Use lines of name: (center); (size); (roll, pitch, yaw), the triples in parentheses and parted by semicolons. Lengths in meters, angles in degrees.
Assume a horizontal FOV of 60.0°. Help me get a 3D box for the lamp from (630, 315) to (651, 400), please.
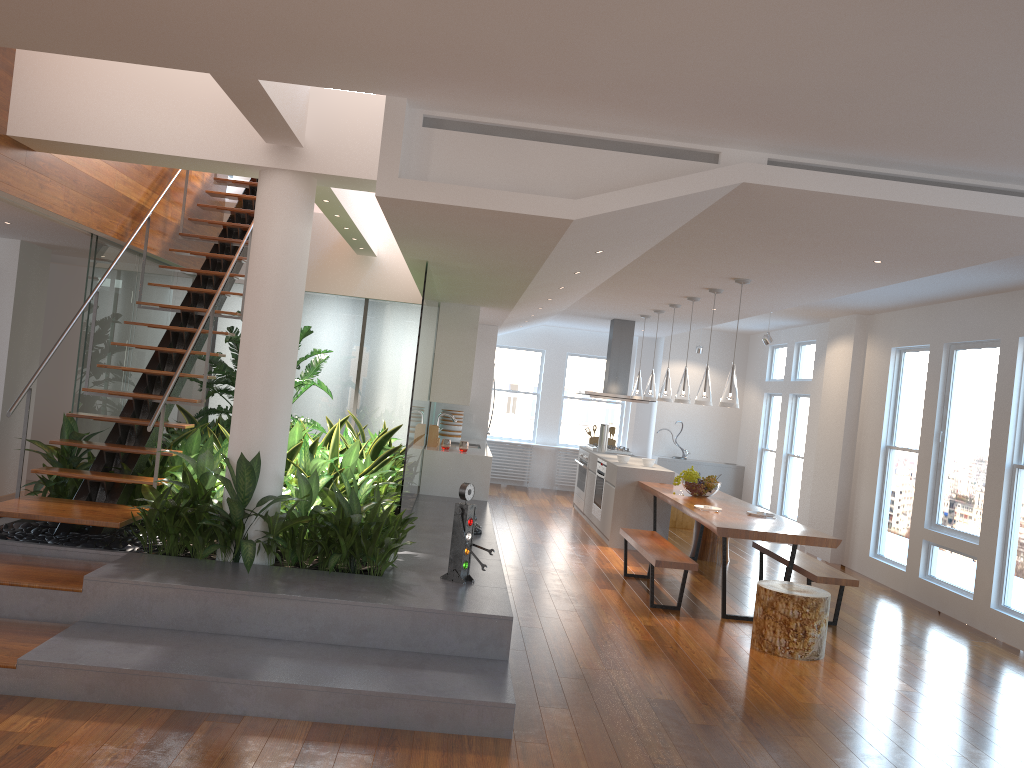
lamp: (1.524, -0.349, 10.440); (0.160, 1.060, 0.160); (6, 0, 24)

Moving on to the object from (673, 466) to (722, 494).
object: (1.705, 0.894, 8.130); (0.394, 0.284, 0.292); (7, 0, -39)

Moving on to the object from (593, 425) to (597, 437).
object: (1.099, 0.694, 11.875); (0.055, 0.299, 0.027); (6, 0, -3)

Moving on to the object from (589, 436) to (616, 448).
object: (1.208, 0.786, 11.871); (0.353, 0.157, 0.084); (6, 0, -3)

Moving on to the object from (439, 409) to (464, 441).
object: (-0.723, 0.492, 10.536); (0.267, 0.356, 0.266); (6, 0, 22)

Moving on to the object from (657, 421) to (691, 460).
object: (2.430, 0.824, 13.185); (0.590, 0.563, 0.210); (6, 0, -32)

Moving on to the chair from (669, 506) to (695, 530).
chair: (2.111, 1.581, 11.247); (0.344, 0.430, 0.549); (6, 0, 1)

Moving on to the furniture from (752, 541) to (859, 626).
furniture: (2.310, 1.605, 7.161); (0.316, 0.389, 1.433); (6, 0, -3)

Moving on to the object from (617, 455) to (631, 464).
object: (1.198, 0.811, 9.546); (0.152, 0.082, 0.152); (6, 0, 36)

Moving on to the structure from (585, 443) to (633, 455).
structure: (1.242, 0.832, 11.427); (0.520, 0.073, 0.650); (6, 0, -3)

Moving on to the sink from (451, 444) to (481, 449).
sink: (-0.586, 0.798, 9.960); (0.449, 0.192, 0.666); (6, 0, -3)

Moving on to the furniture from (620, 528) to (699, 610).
furniture: (1.127, 1.475, 7.094); (0.316, 0.389, 1.433); (6, 0, -3)

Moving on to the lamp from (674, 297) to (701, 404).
lamp: (1.646, -0.348, 8.274); (0.160, 1.060, 0.160); (6, 0, 24)

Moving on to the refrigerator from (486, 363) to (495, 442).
refrigerator: (-0.631, 0.584, 11.736); (0.725, 1.772, 0.908); (6, 0, -3)

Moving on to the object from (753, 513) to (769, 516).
object: (1.997, 1.051, 7.109); (0.124, 0.011, 0.124); (6, 0, -21)

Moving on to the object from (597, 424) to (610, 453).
object: (1.141, 0.675, 10.962); (0.120, 0.356, 0.172); (6, 0, 45)

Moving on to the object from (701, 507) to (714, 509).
object: (1.576, 1.005, 7.132); (0.124, 0.011, 0.124); (6, 0, 18)

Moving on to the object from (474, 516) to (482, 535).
object: (-0.326, 1.056, 6.761); (0.216, 0.155, 0.181); (7, 0, -39)

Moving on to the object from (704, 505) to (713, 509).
object: (1.577, 0.995, 7.132); (0.070, 0.030, 0.079); (7, 0, -40)

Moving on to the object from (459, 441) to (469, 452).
object: (-0.485, 0.630, 8.930); (0.094, 0.106, 0.094); (6, 0, 2)

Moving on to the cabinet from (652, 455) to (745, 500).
cabinet: (2.738, 1.506, 13.247); (1.309, 0.725, 0.420); (6, 0, -3)

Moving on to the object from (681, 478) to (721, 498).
object: (1.724, 0.959, 8.117); (0.360, 0.159, 0.360); (7, 0, -40)

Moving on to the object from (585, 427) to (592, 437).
object: (1.060, 0.707, 11.871); (0.199, 0.259, 0.016); (6, 0, 7)

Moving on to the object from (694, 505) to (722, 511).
object: (1.576, 1.001, 7.132); (0.222, 0.020, 0.222); (6, 0, 37)

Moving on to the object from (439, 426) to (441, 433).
object: (-0.788, 0.570, 10.919); (0.265, 0.196, 0.284); (6, 0, 39)

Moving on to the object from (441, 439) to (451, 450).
object: (-0.668, 0.610, 8.966); (0.094, 0.106, 0.094); (6, 0, 2)

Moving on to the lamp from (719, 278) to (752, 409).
lamp: (1.728, -0.347, 6.831); (0.160, 1.060, 0.160); (6, 0, 24)

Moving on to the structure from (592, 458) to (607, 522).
structure: (0.993, 1.181, 9.988); (0.072, 0.648, 0.644); (6, 0, -3)

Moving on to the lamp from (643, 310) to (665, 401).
lamp: (1.565, -0.349, 9.718); (0.160, 1.060, 0.160); (6, 0, 24)

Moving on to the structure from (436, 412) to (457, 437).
structure: (-0.759, 0.581, 9.978); (0.248, 0.536, 0.115); (6, 0, -3)

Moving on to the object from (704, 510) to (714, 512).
object: (1.569, 1.007, 7.030); (0.164, 0.006, 0.017); (6, 0, 2)

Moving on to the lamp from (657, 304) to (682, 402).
lamp: (1.606, -0.348, 8.996); (0.160, 1.060, 0.160); (6, 0, 24)

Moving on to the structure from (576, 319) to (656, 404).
structure: (1.392, -0.491, 11.407); (0.909, 1.405, 0.900); (6, 0, -3)

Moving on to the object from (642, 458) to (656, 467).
object: (1.452, 0.839, 9.437); (0.152, 0.082, 0.152); (7, 0, -43)

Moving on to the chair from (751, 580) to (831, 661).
chair: (1.818, 1.534, 5.792); (0.460, 0.400, 0.460); (6, 0, 7)

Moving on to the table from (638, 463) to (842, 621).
table: (1.647, 1.382, 9.130); (0.893, 0.704, 5.996); (6, 0, -3)

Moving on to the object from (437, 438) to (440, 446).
object: (-0.820, 0.567, 9.477); (0.100, 0.170, 0.173); (6, 0, -2)

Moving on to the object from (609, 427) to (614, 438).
object: (1.315, 0.719, 11.870); (0.068, 0.298, 0.039); (6, 0, -3)

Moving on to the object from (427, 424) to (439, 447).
object: (-0.818, 0.541, 9.229); (0.104, 0.222, 0.200); (6, 0, -3)

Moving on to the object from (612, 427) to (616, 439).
object: (1.351, 0.723, 11.890); (0.057, 0.294, 0.030); (6, 0, -3)

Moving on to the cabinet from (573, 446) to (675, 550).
cabinet: (1.243, 1.280, 10.506); (0.597, 0.832, 2.936); (6, 0, -3)

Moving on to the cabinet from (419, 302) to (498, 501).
cabinet: (-0.619, 0.365, 10.992); (0.676, 2.280, 4.565); (6, 0, -3)

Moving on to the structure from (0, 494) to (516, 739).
structure: (-1.670, 1.178, 6.509); (3.088, 0.386, 5.584); (6, 0, -3)

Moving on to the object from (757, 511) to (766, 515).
object: (1.998, 1.041, 7.109); (0.079, 0.030, 0.070); (6, 0, 40)

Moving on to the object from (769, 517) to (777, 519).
object: (2.017, 1.048, 7.003); (0.158, 0.017, 0.019); (6, 0, -8)

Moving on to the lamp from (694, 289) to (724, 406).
lamp: (1.687, -0.347, 7.552); (0.160, 1.060, 0.160); (6, 0, 24)

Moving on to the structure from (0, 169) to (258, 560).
structure: (-1.689, -0.919, 7.170); (2.552, 4.265, 4.591); (6, 0, -3)

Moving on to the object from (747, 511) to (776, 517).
object: (1.997, 1.047, 7.109); (0.222, 0.020, 0.222); (6, 0, -11)

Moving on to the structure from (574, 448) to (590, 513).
structure: (1.154, 1.250, 11.411); (0.649, 0.735, 0.890); (6, 0, -3)

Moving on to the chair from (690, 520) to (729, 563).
chair: (2.032, 1.554, 9.024); (0.396, 0.455, 0.402); (6, 0, -13)

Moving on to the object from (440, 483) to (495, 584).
object: (-0.223, 0.855, 5.048); (0.318, 0.565, 0.134); (6, 0, 33)
